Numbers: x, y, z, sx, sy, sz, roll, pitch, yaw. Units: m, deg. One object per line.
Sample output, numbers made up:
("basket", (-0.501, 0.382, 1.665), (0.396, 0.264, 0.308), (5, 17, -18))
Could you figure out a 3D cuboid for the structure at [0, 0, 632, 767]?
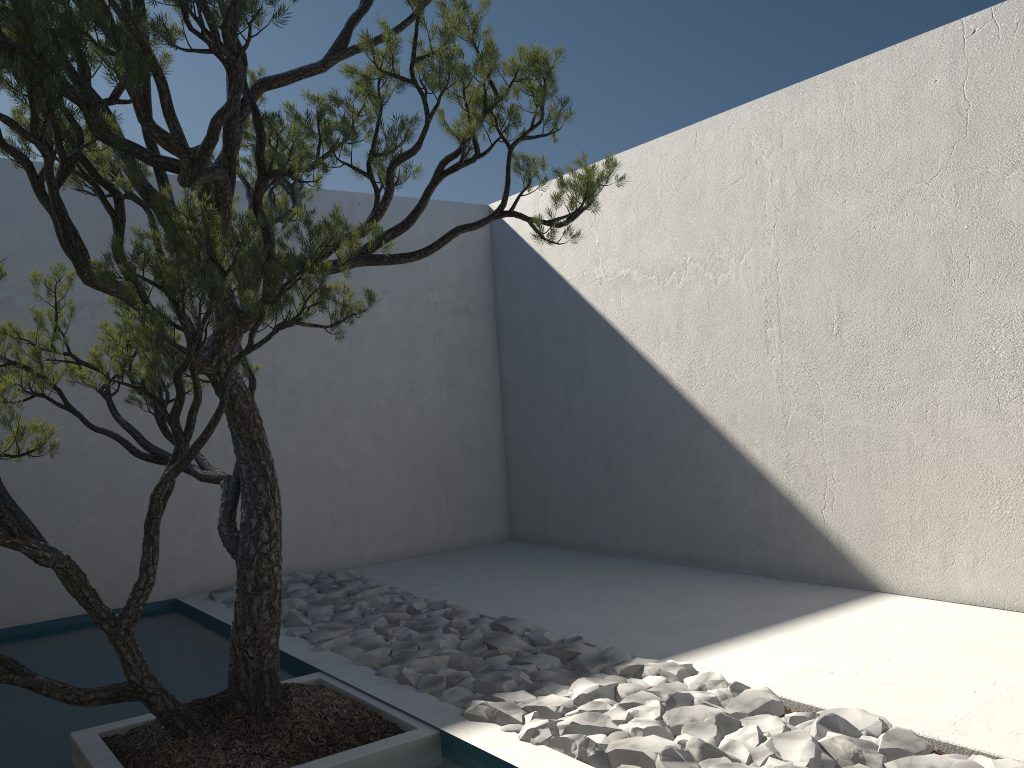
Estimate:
("structure", (-1.153, -0.235, 2.745), (2.578, 3.478, 2.523), (-5, 2, -43))
